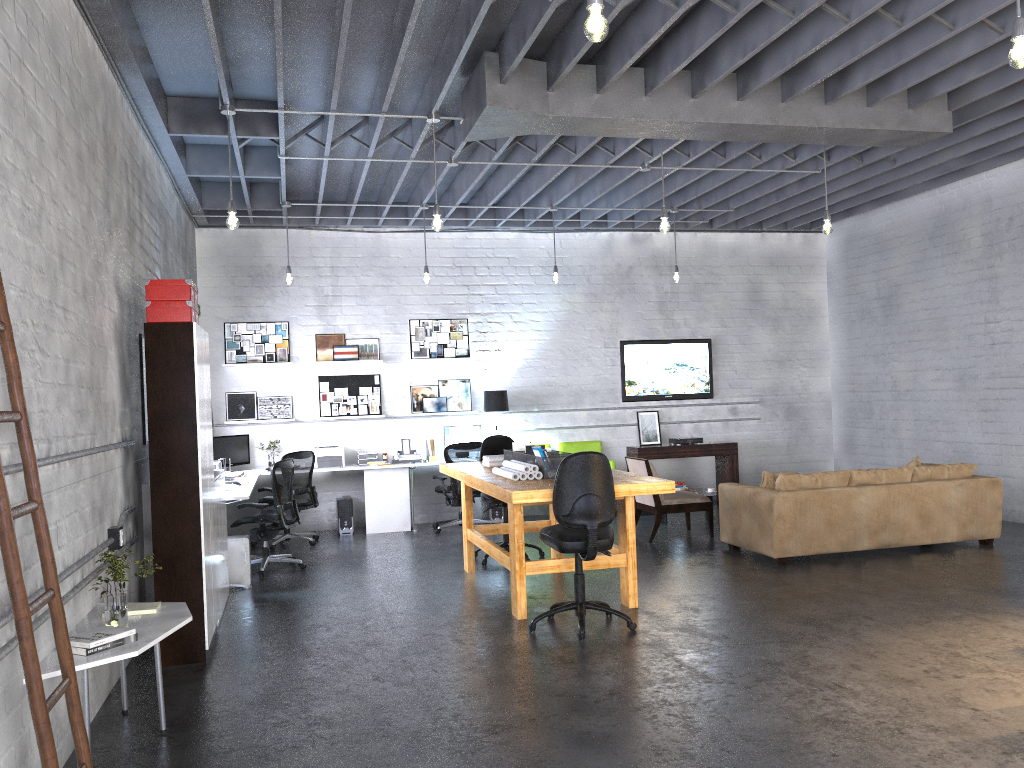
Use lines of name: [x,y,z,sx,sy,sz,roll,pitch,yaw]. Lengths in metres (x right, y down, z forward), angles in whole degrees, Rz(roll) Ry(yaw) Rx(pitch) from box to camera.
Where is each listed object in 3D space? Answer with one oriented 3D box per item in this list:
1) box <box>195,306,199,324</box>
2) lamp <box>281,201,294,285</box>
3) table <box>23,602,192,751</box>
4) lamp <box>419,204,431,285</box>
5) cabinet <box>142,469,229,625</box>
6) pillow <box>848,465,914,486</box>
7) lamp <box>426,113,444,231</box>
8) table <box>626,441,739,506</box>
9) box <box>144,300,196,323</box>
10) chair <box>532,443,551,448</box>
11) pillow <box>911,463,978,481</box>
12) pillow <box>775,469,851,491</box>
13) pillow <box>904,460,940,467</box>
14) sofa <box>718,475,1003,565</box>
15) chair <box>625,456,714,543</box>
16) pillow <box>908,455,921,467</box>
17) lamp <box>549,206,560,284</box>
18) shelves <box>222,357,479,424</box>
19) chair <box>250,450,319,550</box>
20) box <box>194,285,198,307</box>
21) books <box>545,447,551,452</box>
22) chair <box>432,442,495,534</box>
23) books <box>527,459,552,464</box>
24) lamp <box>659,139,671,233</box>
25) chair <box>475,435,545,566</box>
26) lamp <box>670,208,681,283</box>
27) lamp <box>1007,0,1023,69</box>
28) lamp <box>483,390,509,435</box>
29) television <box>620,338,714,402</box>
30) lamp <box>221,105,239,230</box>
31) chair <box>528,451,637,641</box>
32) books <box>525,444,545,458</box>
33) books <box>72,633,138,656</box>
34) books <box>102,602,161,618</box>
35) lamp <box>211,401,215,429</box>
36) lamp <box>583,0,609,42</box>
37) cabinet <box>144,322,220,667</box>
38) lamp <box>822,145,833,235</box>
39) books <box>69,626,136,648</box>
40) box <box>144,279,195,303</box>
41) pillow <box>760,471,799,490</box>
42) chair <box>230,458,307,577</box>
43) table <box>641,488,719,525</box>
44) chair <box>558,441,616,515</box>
box: [-2.127,-0.425,5.604,0.270,0.131,0.206,-2,-1,-14]
lamp: [-2.373,-1.482,9.385,0.104,0.878,0.104,-2,0,-14]
table: [-1.736,1.382,4.041,0.517,0.532,1.336,-2,-1,-14]
lamp: [-0.953,-1.531,9.740,0.104,0.878,0.104,-2,0,-14]
cabinet: [-2.436,1.207,6.703,0.465,1.021,1.152,-2,0,-14]
pillow: [3.301,0.950,8.084,0.666,0.402,0.291,-2,0,-14]
lamp: [-0.581,-1.594,6.712,0.104,0.878,0.104,-2,0,-14]
table: [2.257,1.206,11.697,1.410,0.820,0.404,-2,0,-14]
box: [-2.076,-0.431,5.401,0.270,0.131,0.206,-2,-1,-14]
chair: [0.283,1.223,11.145,0.611,0.920,0.516,-2,0,-14]
pillow: [3.935,0.928,8.234,0.663,0.386,0.308,-2,0,-12]
pillow: [2.646,0.972,7.920,0.704,0.402,0.291,-2,0,-14]
pillow: [4.043,0.949,8.634,0.238,0.375,0.749,-2,-1,-15]
sofa: [3.226,1.211,8.313,2.330,0.628,1.104,-2,-1,-14]
chair: [1.648,1.181,9.344,0.724,0.842,0.575,-2,0,-14]
pillow: [3.839,0.913,8.546,0.243,0.423,0.550,-2,-1,26]
lamp: [0.485,-1.581,10.099,0.104,0.878,0.104,-2,0,-14]
shelves: [-1.914,0.069,10.772,3.023,0.694,0.199,-2,0,-14]
chair: [-2.501,1.253,9.746,0.753,1.031,0.732,-2,0,10]
box: [-2.133,-0.556,5.603,0.268,0.133,0.206,-2,-1,-14]
books: [0.240,0.598,7.036,0.143,0.188,0.061,-2,0,-14]
chair: [-0.631,1.191,10.371,0.753,1.031,0.731,-2,0,45]
books: [0.259,0.598,6.826,0.232,0.027,0.185,-1,-1,-42]
lamp: [1.218,-1.656,7.161,0.104,0.878,0.104,-2,0,-14]
chair: [-0.034,1.069,8.349,0.659,1.165,0.687,-2,0,-16]
lamp: [1.927,-1.631,10.459,0.104,0.878,0.104,-2,0,30]
lamp: [2.088,-1.746,3.670,0.104,0.878,0.104,-2,0,4]
lamp: [-0.194,0.499,11.062,0.333,0.832,0.333,-2,0,37]
television: [2.072,-0.186,11.833,1.324,0.816,0.021,-2,0,-14]
lamp: [-2.017,-1.544,6.353,0.104,0.878,0.104,-2,0,-14]
chair: [0.403,1.012,5.814,0.659,1.165,0.687,-2,0,-16]
books: [0.180,0.586,6.990,0.158,0.214,0.063,-2,0,-14]
books: [-1.756,1.097,3.763,0.185,0.031,0.250,-3,-1,28]
books: [-1.879,1.117,4.390,0.248,0.021,0.177,-2,-1,-15]
lamp: [-2.672,0.537,7.468,0.333,0.832,0.333,-2,0,37]
lamp: [0.290,-1.683,3.221,0.104,0.878,0.104,-2,0,4]
cabinet: [-2.110,0.666,5.720,0.291,2.047,0.873,-2,0,-14]
lamp: [2.660,-1.706,7.521,0.104,0.878,0.104,-2,0,30]
books: [-1.754,1.070,3.753,0.185,0.022,0.234,-3,-1,24]
box: [-2.081,-0.560,5.401,0.270,0.131,0.206,-2,-1,-14]
pillow: [2.460,0.981,8.092,0.523,0.403,0.319,-2,0,6]
chair: [-2.317,1.223,8.289,0.752,1.031,0.732,-2,0,-10]
table: [2.095,1.456,10.629,0.873,0.300,0.873,-2,-1,-11]
chair: [0.957,1.200,11.313,0.611,0.920,0.516,-2,0,-14]
